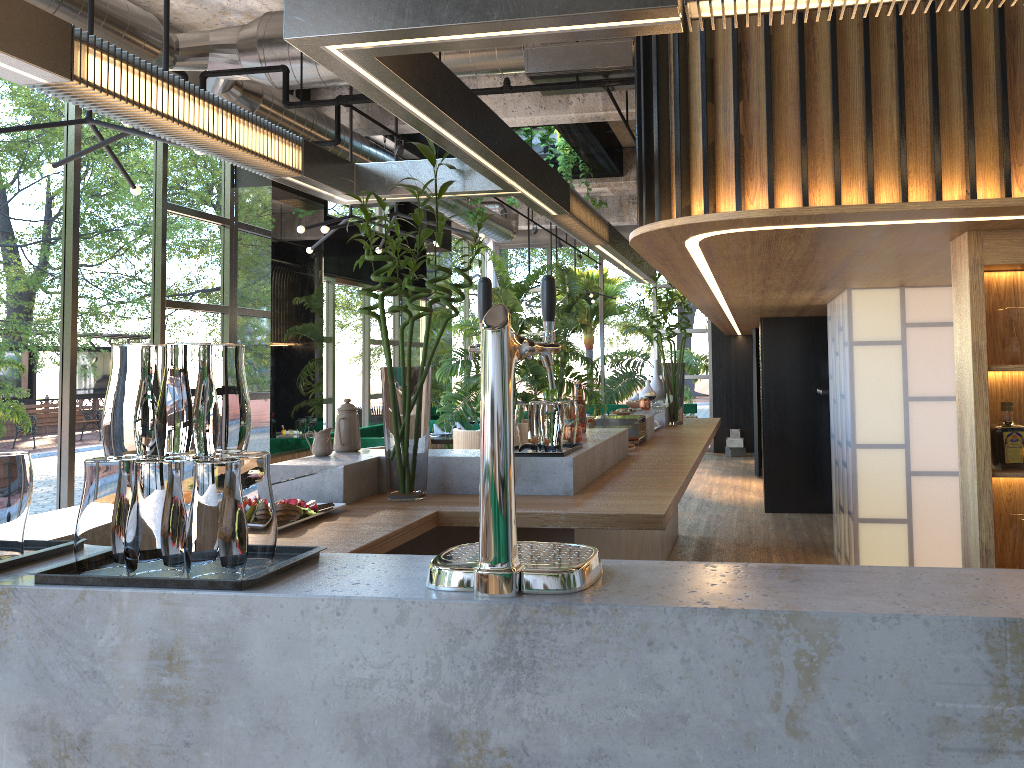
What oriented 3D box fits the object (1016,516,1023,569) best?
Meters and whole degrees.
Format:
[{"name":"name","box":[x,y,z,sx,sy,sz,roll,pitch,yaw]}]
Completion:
[{"name":"object","box":[1.866,0.587,3.188,0.110,0.210,0.100,1,-3,-42]}]

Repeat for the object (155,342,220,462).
[{"name":"object","box":[-0.583,0.030,1.600,0.106,0.210,0.104,-1,-2,-2]}]

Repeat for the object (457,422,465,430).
[{"name":"object","box":[-0.601,0.532,10.834,0.235,0.139,0.231,-1,0,-3]}]

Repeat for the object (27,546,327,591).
[{"name":"object","box":[-0.607,0.335,1.651,0.429,0.019,0.277,-1,1,12]}]

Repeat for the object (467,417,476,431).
[{"name":"object","box":[-0.487,0.497,10.731,0.102,0.201,0.102,-1,-2,2]}]

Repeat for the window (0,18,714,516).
[{"name":"window","box":[-1.239,-1.793,6.186,4.063,6.506,20.719,-1,1,15]}]

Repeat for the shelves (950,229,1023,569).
[{"name":"shelves","box":[2.227,0.442,3.192,1.092,2.062,0.284,-1,-3,10]}]

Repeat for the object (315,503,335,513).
[{"name":"object","box":[-0.686,0.440,3.137,0.117,0.035,0.173,-1,1,-6]}]

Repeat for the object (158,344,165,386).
[{"name":"object","box":[-0.674,0.029,1.722,0.106,0.210,0.104,-1,-2,-2]}]

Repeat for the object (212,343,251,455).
[{"name":"object","box":[-0.559,0.027,1.711,0.106,0.210,0.104,-1,-2,-2]}]

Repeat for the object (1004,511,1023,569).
[{"name":"object","box":[1.887,0.584,3.305,0.110,0.210,0.100,1,-3,-42]}]

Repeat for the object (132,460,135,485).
[{"name":"object","box":[-0.725,0.238,1.740,0.104,0.210,0.106,-1,-2,8]}]

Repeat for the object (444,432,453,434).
[{"name":"object","box":[-0.787,0.591,10.788,0.164,0.019,0.245,-1,1,-26]}]

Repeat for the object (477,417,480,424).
[{"name":"object","box":[-0.372,0.496,10.666,0.102,0.201,0.102,-1,-2,2]}]

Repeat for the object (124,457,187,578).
[{"name":"object","box":[-0.639,0.240,1.600,0.106,0.210,0.104,-1,-2,-2]}]

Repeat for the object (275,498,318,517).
[{"name":"object","box":[-0.763,0.428,3.040,0.179,0.081,0.137,-1,0,5]}]

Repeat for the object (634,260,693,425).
[{"name":"object","box":[1.319,-0.435,7.462,0.612,1.553,0.641,1,-3,-38]}]

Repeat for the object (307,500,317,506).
[{"name":"object","box":[-0.800,0.430,3.046,0.087,0.058,0.346,-1,1,27]}]

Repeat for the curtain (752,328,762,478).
[{"name":"curtain","box":[3.749,0.188,13.577,0.119,2.063,3.331,-1,0,15]}]

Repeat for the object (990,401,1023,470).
[{"name":"object","box":[1.824,0.189,3.264,0.151,0.249,0.094,-1,-3,0]}]

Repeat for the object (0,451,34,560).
[{"name":"object","box":[-1.016,0.244,1.769,0.104,0.210,0.106,-1,-2,8]}]

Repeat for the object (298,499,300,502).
[{"name":"object","box":[-0.778,0.439,3.126,0.095,0.052,0.124,-1,1,-28]}]

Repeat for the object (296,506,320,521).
[{"name":"object","box":[-0.808,0.434,3.045,0.298,0.061,0.415,-1,1,-11]}]

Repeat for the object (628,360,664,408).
[{"name":"object","box":[1.167,-0.006,7.485,0.329,0.398,0.306,0,-2,-28]}]

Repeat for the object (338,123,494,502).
[{"name":"object","box":[-0.394,-0.325,3.541,0.656,1.553,0.598,-1,-3,18]}]

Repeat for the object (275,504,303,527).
[{"name":"object","box":[-0.763,0.428,2.904,0.131,0.074,0.201,-1,1,14]}]

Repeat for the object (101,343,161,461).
[{"name":"object","box":[-0.694,0.031,1.632,0.106,0.210,0.104,-1,-2,-2]}]

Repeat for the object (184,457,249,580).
[{"name":"object","box":[-0.522,0.239,1.571,0.106,0.210,0.104,-1,-2,-2]}]

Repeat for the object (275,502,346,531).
[{"name":"object","box":[-0.824,0.456,3.029,0.327,0.025,0.503,-1,1,14]}]

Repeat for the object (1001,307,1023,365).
[{"name":"object","box":[1.829,-0.174,3.222,0.110,0.210,0.100,1,-3,-42]}]

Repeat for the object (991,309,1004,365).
[{"name":"object","box":[1.854,-0.176,3.333,0.110,0.210,0.100,1,-3,-42]}]

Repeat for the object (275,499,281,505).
[{"name":"object","box":[-0.815,0.413,2.953,0.070,0.062,0.085,-1,0,3]}]

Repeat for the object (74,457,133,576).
[{"name":"object","box":[-0.742,0.241,1.629,0.104,0.210,0.106,-1,-2,8]}]

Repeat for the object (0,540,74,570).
[{"name":"object","box":[-1.138,0.341,1.748,0.429,0.019,0.277,-1,1,12]}]

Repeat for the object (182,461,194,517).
[{"name":"object","box":[-0.617,0.237,1.708,0.106,0.210,0.104,-1,-2,-2]}]

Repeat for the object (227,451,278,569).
[{"name":"object","box":[-0.502,0.236,1.688,0.106,0.210,0.104,-1,-2,-2]}]
